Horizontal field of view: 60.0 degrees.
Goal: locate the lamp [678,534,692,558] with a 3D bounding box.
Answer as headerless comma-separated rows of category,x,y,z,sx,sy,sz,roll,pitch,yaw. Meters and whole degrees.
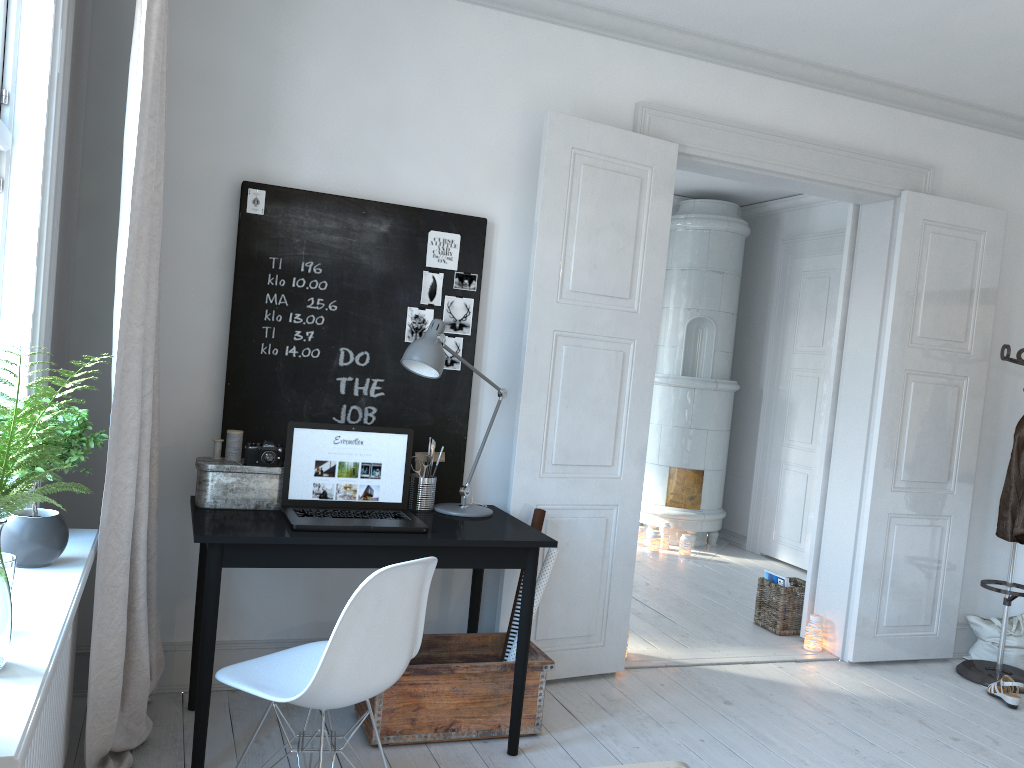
lamp,1.299,1.211,6.644,0.089,0.166,0.089,4,3,-22

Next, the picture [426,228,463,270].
picture,-0.269,-0.535,3.514,0.148,0.154,0.004,5,3,-21

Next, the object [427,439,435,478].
object,-0.318,0.340,3.365,0.012,0.264,0.062,7,3,21

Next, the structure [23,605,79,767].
structure,-1.102,0.826,1.871,0.195,0.547,1.504,4,2,-21

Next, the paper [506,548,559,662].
paper,0.044,0.938,3.367,0.283,0.627,0.041,3,4,-43

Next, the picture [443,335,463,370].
picture,-0.251,-0.127,3.555,0.103,0.136,0.001,5,3,-21

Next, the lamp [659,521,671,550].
lamp,1.175,1.170,6.857,0.098,0.210,0.098,5,3,-17

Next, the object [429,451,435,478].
object,-0.314,0.363,3.358,0.009,0.222,0.082,6,3,8

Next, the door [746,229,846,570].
door,2.427,0.154,6.395,0.306,2.507,1.597,4,3,-21

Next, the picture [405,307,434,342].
picture,-0.366,-0.230,3.503,0.107,0.150,0.001,5,3,-21

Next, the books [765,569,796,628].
books,1.530,1.203,4.945,0.201,0.300,0.179,5,3,-21

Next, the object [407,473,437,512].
object,-0.344,0.410,3.345,0.108,0.128,0.108,5,2,-6

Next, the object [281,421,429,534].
object,-0.520,0.311,2.975,0.446,0.315,0.325,5,2,-21

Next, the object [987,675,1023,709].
object,2.287,1.404,4.118,0.099,0.126,0.272,6,2,11

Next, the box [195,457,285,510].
box,-0.941,0.347,3.095,0.317,0.152,0.192,5,2,-21

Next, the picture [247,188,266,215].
picture,-0.938,-0.668,3.250,0.061,0.088,0.004,4,3,-24

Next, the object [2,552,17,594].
object,-0.983,0.396,1.652,0.097,0.146,0.097,5,3,-15

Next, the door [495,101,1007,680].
door,1.143,0.094,4.287,2.600,2.507,0.577,5,3,-21

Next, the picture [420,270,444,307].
picture,-0.316,-0.378,3.510,0.083,0.146,0.002,5,3,-21

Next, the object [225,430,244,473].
object,-0.954,0.232,3.054,0.056,0.130,0.167,4,2,-23

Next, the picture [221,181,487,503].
picture,-0.604,-0.125,3.454,0.953,1.173,0.063,5,3,-21

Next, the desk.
desk,-0.535,0.844,3.106,1.160,0.759,0.650,5,2,-21

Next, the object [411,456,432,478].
object,-0.354,0.368,3.349,0.081,0.198,0.050,6,3,4

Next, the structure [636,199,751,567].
structure,1.371,-0.046,7.012,0.800,2.830,1.248,7,3,24

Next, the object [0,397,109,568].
object,-1.161,0.233,2.145,0.271,0.407,0.309,7,3,29

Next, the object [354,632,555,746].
object,-0.226,1.108,3.247,0.665,0.282,0.339,5,2,-21

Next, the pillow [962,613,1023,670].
pillow,2.592,1.321,4.657,0.317,0.314,0.272,5,2,-20

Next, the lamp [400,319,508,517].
lamp,-0.212,0.130,3.300,0.229,0.716,0.617,8,3,40

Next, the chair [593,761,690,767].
chair,-0.046,0.919,1.488,0.562,0.798,0.524,5,3,-21

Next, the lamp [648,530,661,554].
lamp,1.073,1.188,6.677,0.089,0.166,0.089,5,3,-20

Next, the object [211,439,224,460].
object,-1.029,0.227,3.096,0.040,0.069,0.039,4,3,-33

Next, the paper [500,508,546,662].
paper,0.028,0.873,3.494,0.048,0.747,0.297,7,3,24

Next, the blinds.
blinds,-1.106,-0.152,2.737,0.225,2.649,0.830,4,3,-21

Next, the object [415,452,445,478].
object,-0.316,0.367,3.409,0.138,0.209,0.034,3,3,-41

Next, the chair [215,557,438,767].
chair,-0.509,0.832,2.430,0.553,0.825,0.474,7,3,34

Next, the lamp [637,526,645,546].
lamp,0.990,1.184,6.894,0.084,0.146,0.084,5,3,-17

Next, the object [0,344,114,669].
object,-0.892,0.200,1.472,0.414,0.565,0.305,6,3,13

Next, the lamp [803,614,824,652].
lamp,1.559,1.284,4.571,0.093,0.180,0.092,4,3,-38

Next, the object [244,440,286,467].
object,-0.841,0.238,3.025,0.137,0.087,0.073,5,2,-21

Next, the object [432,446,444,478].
object,-0.301,0.355,3.357,0.084,0.240,0.009,3,4,-44

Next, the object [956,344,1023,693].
object,2.499,0.645,4.377,0.375,1.660,0.374,5,3,-14

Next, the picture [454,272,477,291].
picture,-0.186,-0.413,3.557,0.095,0.071,0.001,5,3,-21

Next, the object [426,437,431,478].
object,-0.322,0.337,3.363,0.008,0.268,0.060,5,3,-4

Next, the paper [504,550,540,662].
paper,0.024,0.917,3.421,0.043,0.669,0.266,7,3,24

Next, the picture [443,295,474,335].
picture,-0.216,-0.277,3.556,0.121,0.153,0.002,5,3,-21

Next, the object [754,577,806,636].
object,1.539,1.237,4.951,0.270,0.265,0.223,5,2,-21

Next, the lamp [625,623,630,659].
lamp,0.500,1.198,4.149,0.089,0.166,0.089,4,3,-29

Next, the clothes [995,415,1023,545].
clothes,2.531,0.409,4.294,0.237,0.771,0.211,6,3,12
